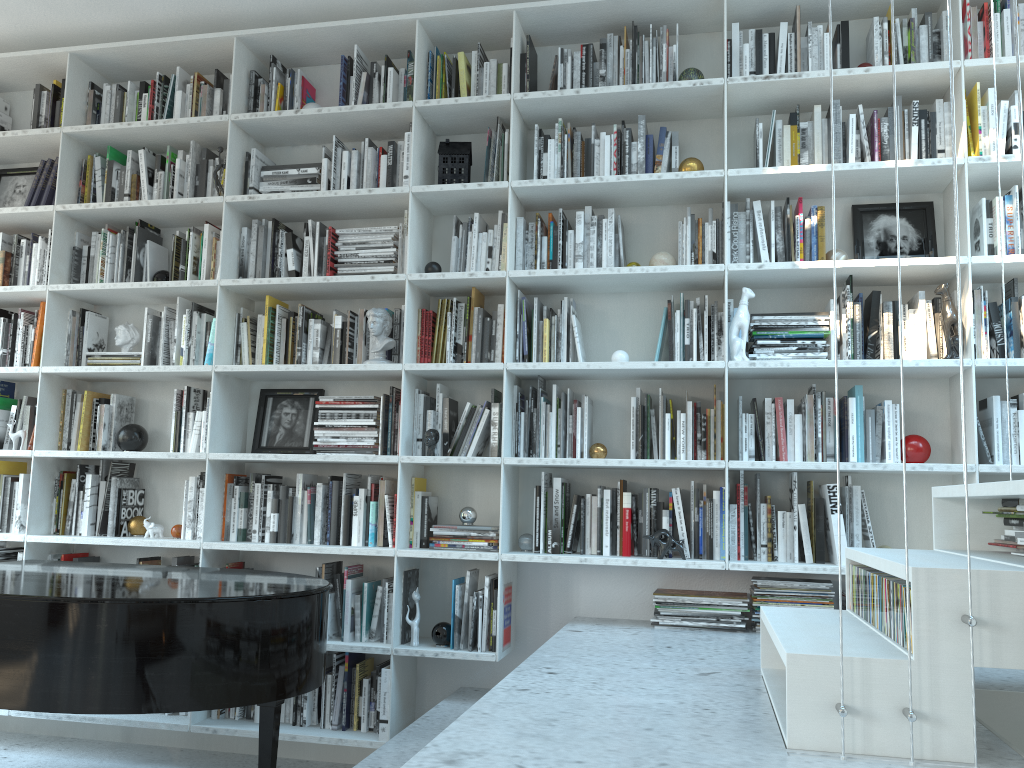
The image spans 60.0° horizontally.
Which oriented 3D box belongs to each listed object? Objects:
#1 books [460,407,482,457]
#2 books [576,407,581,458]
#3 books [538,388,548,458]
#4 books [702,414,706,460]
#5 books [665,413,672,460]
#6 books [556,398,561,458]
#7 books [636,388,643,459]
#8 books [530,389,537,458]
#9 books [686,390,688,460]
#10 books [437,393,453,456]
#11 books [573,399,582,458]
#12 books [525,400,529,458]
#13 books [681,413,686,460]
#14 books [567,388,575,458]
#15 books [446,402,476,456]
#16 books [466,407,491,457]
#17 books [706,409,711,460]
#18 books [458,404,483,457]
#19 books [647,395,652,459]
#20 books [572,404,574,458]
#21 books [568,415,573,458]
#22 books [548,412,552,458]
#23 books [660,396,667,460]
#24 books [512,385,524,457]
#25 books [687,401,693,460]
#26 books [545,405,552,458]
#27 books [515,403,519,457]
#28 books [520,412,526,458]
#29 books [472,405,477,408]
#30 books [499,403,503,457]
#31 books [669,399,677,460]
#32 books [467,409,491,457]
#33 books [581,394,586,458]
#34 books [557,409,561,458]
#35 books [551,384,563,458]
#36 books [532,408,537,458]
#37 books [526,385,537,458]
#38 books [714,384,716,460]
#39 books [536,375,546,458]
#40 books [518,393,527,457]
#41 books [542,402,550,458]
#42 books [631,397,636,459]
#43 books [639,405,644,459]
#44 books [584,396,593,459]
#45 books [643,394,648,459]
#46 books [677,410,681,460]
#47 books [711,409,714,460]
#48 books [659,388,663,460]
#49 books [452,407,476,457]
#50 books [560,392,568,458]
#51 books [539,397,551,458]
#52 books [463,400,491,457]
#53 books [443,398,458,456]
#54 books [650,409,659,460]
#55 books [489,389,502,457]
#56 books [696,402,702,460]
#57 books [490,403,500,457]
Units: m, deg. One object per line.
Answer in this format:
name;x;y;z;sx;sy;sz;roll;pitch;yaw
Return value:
books;-0.150;0.208;3.668;0.090;0.211;0.143;0;-7;12
books;0.279;0.206;3.567;0.014;0.207;0.180;0;-7;12
books;0.126;0.167;3.598;0.005;0.283;0.159;0;-7;12
books;0.747;0.214;3.445;0.016;0.180;0.189;0;-7;12
books;0.615;0.215;3.478;0.018;0.182;0.182;0;-7;12
books;0.197;0.188;3.598;0.007;0.246;0.153;0;-7;12
books;0.508;0.166;3.544;0.016;0.289;0.131;0;-7;12
books;0.096;0.170;3.612;0.006;0.281;0.155;0;-7;12
books;0.686;0.170;3.478;0.006;0.274;0.173;0;-7;12
books;-0.279;0.180;3.705;0.012;0.265;0.157;0;-7;12
books;0.266;0.191;3.575;0.015;0.238;0.176;0;-7;12
books;0.073;0.193;3.630;0.011;0.239;0.136;0;-7;12
books;0.673;0.215;3.472;0.019;0.182;0.191;0;-7;12
books;0.238;0.169;3.594;0.006;0.284;0.159;0;-7;12
books;-0.197;0.198;3.658;0.095;0.228;0.190;0;-7;12
books;-0.129;0.208;3.671;0.090;0.215;0.139;0;-7;12
books;0.768;0.206;3.470;0.016;0.205;0.141;0;-7;12
books;-0.160;0.202;3.676;0.095;0.225;0.144;0;-7;12
books;0.547;0.180;3.519;0.008;0.258;0.158;0;-7;12
books;0.257;0.200;3.586;0.008;0.222;0.134;0;-7;12
books;0.246;0.221;3.584;0.013;0.179;0.140;0;-7;12
books;0.169;0.215;3.583;0.013;0.186;0.184;0;-7;12
books;0.598;0.181;3.487;0.018;0.250;0.184;0;-7;12
books;0.026;0.163;3.644;0.014;0.298;0.148;0;-7;12
books;0.697;0.192;3.472;0.018;0.229;0.182;0;-7;12
books;0.158;0.200;3.592;0.013;0.218;0.161;0;-7;12
books;0.035;0.198;3.625;0.012;0.226;0.147;0;-7;12
books;0.057;0.217;3.622;0.015;0.188;0.168;0;-7;12
books;-0.185;0.203;3.674;0.088;0.219;0.138;0;-7;12
books;-0.024;0.197;3.633;0.021;0.226;0.148;0;-7;12
books;0.640;0.188;3.507;0.030;0.244;0.136;0;-7;12
books;-0.119;0.212;3.657;0.091;0.205;0.169;0;-7;12
books;0.295;0.180;3.572;0.014;0.261;0.142;0;-7;12
books;0.205;0.209;3.591;0.013;0.203;0.167;0;-7;12
books;0.183;0.160;3.585;0.014;0.296;0.175;0;-7;12
books;0.106;0.209;3.613;0.013;0.204;0.154;0;-7;12
books;0.085;0.163;3.617;0.018;0.295;0.177;0;-7;12
books;0.790;0.159;3.453;0.007;0.295;0.162;0;-7;12
books;0.119;0.142;3.628;0.007;0.341;0.149;0;-7;12
books;0.044;0.177;3.619;0.010;0.266;0.158;0;-7;12
books;0.144;0.195;3.583;0.011;0.226;0.188;0;-7;12
books;0.488;0.184;3.533;0.019;0.251;0.130;0;-7;12
books;0.517;0.199;3.509;0.016;0.215;0.178;0;-7;12
books;0.308;0.185;3.569;0.013;0.251;0.173;0;-7;12
books;0.535;0.178;3.522;0.015;0.262;0.150;0;-7;12
books;0.657;0.210;3.481;0.015;0.194;0.176;0;-7;12
books;0.780;0.205;3.457;0.013;0.203;0.158;0;-7;12
books;0.592;0.167;3.517;0.007;0.284;0.159;0;-7;12
books;-0.180;0.207;3.658;0.089;0.210;0.176;0;-7;12
books;0.215;0.176;3.581;0.012;0.267;0.183;0;-7;12
books;0.135;0.185;3.597;0.013;0.248;0.165;0;-7;12
books;-0.135;0.194;3.665;0.094;0.238;0.150;0;-7;12
books;-0.256;0.189;3.700;0.035;0.248;0.141;0;-7;12
books;0.569;0.207;3.531;0.031;0.208;0.122;0;-7;12
books;-0.067;0.169;3.656;0.013;0.285;0.139;0;-7;12
books;0.735;0.193;3.477;0.021;0.231;0.155;0;-7;12
books;-0.052;0.197;3.628;0.029;0.222;0.171;0;-7;12
